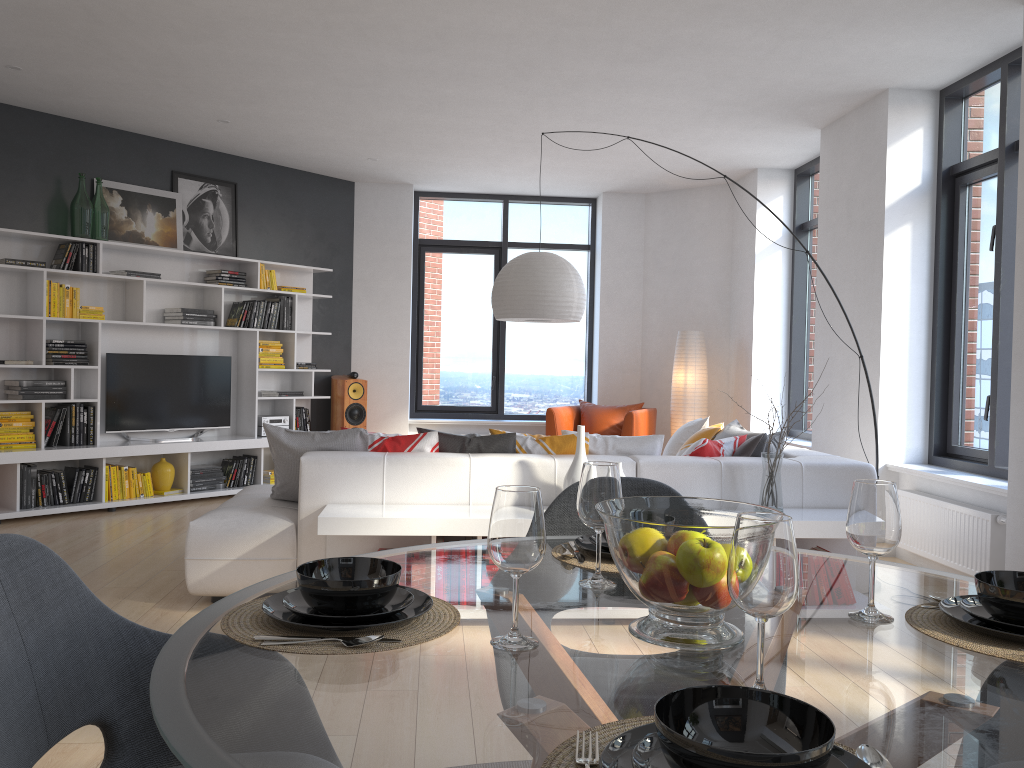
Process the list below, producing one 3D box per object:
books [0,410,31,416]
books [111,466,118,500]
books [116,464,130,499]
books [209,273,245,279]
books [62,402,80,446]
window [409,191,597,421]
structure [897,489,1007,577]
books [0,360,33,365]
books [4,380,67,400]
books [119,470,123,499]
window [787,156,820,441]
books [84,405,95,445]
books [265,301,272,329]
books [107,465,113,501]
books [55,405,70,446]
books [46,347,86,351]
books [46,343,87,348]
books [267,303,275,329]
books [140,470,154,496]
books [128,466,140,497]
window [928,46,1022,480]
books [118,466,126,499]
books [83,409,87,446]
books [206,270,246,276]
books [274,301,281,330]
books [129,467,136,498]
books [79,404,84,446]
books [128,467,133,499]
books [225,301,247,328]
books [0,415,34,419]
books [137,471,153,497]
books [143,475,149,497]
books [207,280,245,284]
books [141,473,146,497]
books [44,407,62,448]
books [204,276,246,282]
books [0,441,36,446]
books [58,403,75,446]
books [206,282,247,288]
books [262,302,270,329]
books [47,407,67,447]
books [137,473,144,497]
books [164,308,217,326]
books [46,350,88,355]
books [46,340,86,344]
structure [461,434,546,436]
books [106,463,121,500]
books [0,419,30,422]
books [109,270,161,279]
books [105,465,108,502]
[{"bbox_3d":[-3.643,0.210,6.425,0.171,0.024,0.234,2,1,44],"label":"books"},{"bbox_3d":[-3.112,0.757,6.838,0.198,0.258,0.066,2,1,40],"label":"books"},{"bbox_3d":[-3.048,0.760,6.909,0.185,0.252,0.055,2,1,39],"label":"books"},{"bbox_3d":[-2.473,-0.933,7.696,0.180,0.026,0.246,2,1,42],"label":"books"},{"bbox_3d":[-3.346,0.300,6.722,0.237,0.326,0.026,2,1,40],"label":"books"},{"bbox_3d":[-0.097,-0.818,9.549,1.960,2.402,0.170,1,1,-5],"label":"window"},{"bbox_3d":[2.493,0.897,5.033,0.110,0.460,1.015,1,1,-5],"label":"structure"},{"bbox_3d":[-3.604,-0.155,6.365,0.266,0.030,0.209,2,1,33],"label":"books"},{"bbox_3d":[-3.512,0.042,6.534,0.277,0.137,0.343,2,1,40],"label":"books"},{"bbox_3d":[-3.067,0.773,6.863,0.156,0.230,0.042,2,1,38],"label":"books"},{"bbox_3d":[2.654,-0.714,7.356,0.170,2.402,1.310,1,1,-5],"label":"window"},{"bbox_3d":[-3.276,0.314,6.798,0.230,0.297,0.051,2,1,40],"label":"books"},{"bbox_3d":[-2.245,-0.615,7.962,0.192,0.254,0.075,2,1,39],"label":"books"},{"bbox_3d":[-3.130,0.750,6.806,0.213,0.271,0.048,2,1,40],"label":"books"},{"bbox_3d":[-3.381,0.314,6.667,0.213,0.301,0.028,2,1,40],"label":"books"},{"bbox_3d":[-3.370,-0.262,6.656,0.189,0.020,0.264,2,1,43],"label":"books"},{"bbox_3d":[-3.381,-0.288,6.672,0.284,0.030,0.214,0,1,-42],"label":"books"},{"bbox_3d":[-2.218,-0.609,7.974,0.179,0.243,0.071,2,1,39],"label":"books"},{"bbox_3d":[-2.907,0.789,7.063,0.149,0.193,0.046,2,1,41],"label":"books"},{"bbox_3d":[-2.999,0.768,6.981,0.172,0.235,0.056,2,1,39],"label":"books"},{"bbox_3d":[2.855,-0.666,5.065,0.170,2.402,1.310,1,1,-5],"label":"window"},{"bbox_3d":[-3.056,0.760,6.882,0.180,0.252,0.041,2,1,40],"label":"books"},{"bbox_3d":[-3.300,0.326,6.767,0.200,0.272,0.028,2,1,40],"label":"books"},{"bbox_3d":[-2.483,-0.960,7.701,0.209,0.030,0.266,2,1,33],"label":"books"},{"bbox_3d":[-2.181,-0.617,8.037,0.197,0.260,0.066,2,1,40],"label":"books"},{"bbox_3d":[-3.012,0.768,6.951,0.171,0.235,0.043,2,1,38],"label":"books"},{"bbox_3d":[-3.327,0.306,6.745,0.239,0.315,0.034,2,1,40],"label":"books"},{"bbox_3d":[-3.013,0.767,6.920,0.169,0.240,0.043,2,1,39],"label":"books"},{"bbox_3d":[-2.414,-0.605,7.758,0.182,0.234,0.104,2,1,40],"label":"books"},{"bbox_3d":[-3.619,0.235,6.418,0.171,0.024,0.234,2,1,44],"label":"books"},{"bbox_3d":[-2.916,0.790,7.039,0.148,0.193,0.067,2,1,41],"label":"books"},{"bbox_3d":[-2.920,0.803,7.010,0.113,0.169,0.049,2,1,39],"label":"books"},{"bbox_3d":[-2.483,-0.880,7.697,0.189,0.020,0.264,2,1,38],"label":"books"},{"bbox_3d":[-2.942,0.793,7.003,0.134,0.187,0.046,2,1,40],"label":"books"},{"bbox_3d":[-3.469,0.320,6.588,0.232,0.284,0.142,2,1,40],"label":"books"},{"bbox_3d":[-2.496,-0.906,7.712,0.214,0.030,0.284,2,1,43],"label":"books"},{"bbox_3d":[-3.622,0.420,6.403,0.213,0.025,0.269,2,1,43],"label":"books"},{"bbox_3d":[-3.364,0.306,6.695,0.237,0.314,0.034,2,1,40],"label":"books"},{"bbox_3d":[-2.480,-0.854,7.696,0.214,0.030,0.284,2,1,43],"label":"books"},{"bbox_3d":[-2.240,-0.606,7.928,0.172,0.242,0.069,2,1,41],"label":"books"},{"bbox_3d":[-3.422,0.318,6.616,0.210,0.289,0.100,2,1,39],"label":"books"},{"bbox_3d":[-2.961,0.792,6.992,0.138,0.188,0.056,2,1,40],"label":"books"},{"bbox_3d":[-2.707,-0.558,7.463,0.277,0.137,0.343,2,1,35],"label":"books"},{"bbox_3d":[-3.367,-0.236,6.655,0.284,0.030,0.214,0,1,-42],"label":"books"},{"bbox_3d":[-3.359,-0.315,6.654,0.246,0.026,0.180,0,1,-43],"label":"books"},{"bbox_3d":[-0.072,0.759,9.252,1.474,0.460,0.110,1,1,-5],"label":"structure"},{"bbox_3d":[-3.091,0.753,6.860,0.202,0.267,0.038,2,1,40],"label":"books"},{"bbox_3d":[-3.628,0.260,6.415,0.238,0.023,0.167,1,1,-34],"label":"books"},{"bbox_3d":[-3.003,-0.864,7.065,0.250,0.047,0.310,2,1,35],"label":"books"},{"bbox_3d":[-3.139,0.751,6.764,0.204,0.270,0.029,2,1,40],"label":"books"}]
